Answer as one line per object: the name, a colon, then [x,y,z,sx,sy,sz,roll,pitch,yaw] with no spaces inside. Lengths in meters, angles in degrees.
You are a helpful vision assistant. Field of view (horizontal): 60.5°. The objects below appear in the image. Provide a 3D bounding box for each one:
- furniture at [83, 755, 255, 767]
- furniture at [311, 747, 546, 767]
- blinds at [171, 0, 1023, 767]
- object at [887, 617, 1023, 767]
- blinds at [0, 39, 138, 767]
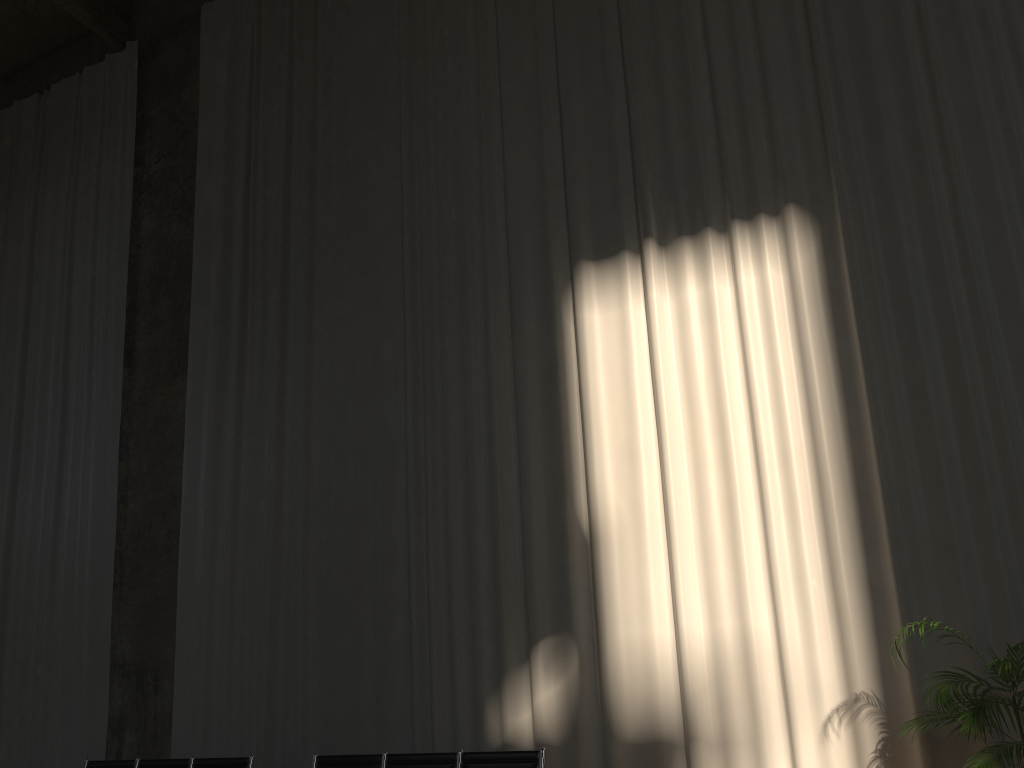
furniture: [-2.873,3.245,6.560,1.886,0.816,0.726,-12,-18,25]
furniture: [-0.739,2.770,5.540,1.886,0.816,0.726,-12,-18,25]
blinds: [0.218,-0.812,7.024,7.900,8.375,0.281,-11,-15,26]
object: [2.558,1.888,4.415,1.134,1.410,1.124,-8,-16,16]
blinds: [-7.507,0.907,10.715,7.900,8.375,0.281,-11,-15,26]
